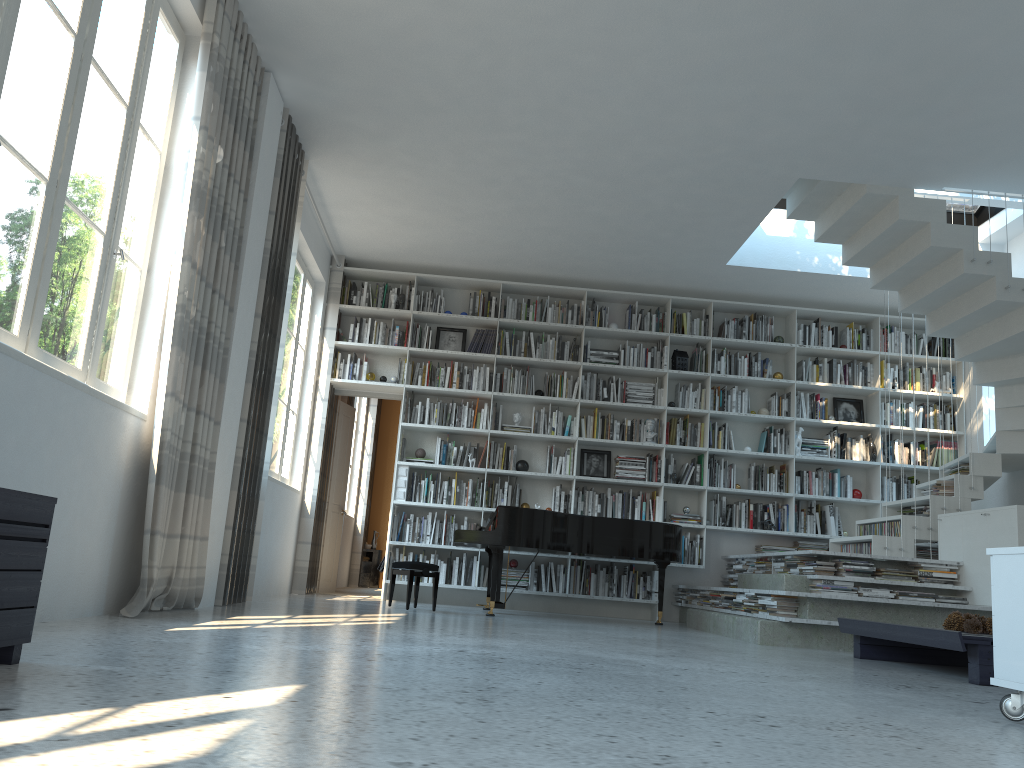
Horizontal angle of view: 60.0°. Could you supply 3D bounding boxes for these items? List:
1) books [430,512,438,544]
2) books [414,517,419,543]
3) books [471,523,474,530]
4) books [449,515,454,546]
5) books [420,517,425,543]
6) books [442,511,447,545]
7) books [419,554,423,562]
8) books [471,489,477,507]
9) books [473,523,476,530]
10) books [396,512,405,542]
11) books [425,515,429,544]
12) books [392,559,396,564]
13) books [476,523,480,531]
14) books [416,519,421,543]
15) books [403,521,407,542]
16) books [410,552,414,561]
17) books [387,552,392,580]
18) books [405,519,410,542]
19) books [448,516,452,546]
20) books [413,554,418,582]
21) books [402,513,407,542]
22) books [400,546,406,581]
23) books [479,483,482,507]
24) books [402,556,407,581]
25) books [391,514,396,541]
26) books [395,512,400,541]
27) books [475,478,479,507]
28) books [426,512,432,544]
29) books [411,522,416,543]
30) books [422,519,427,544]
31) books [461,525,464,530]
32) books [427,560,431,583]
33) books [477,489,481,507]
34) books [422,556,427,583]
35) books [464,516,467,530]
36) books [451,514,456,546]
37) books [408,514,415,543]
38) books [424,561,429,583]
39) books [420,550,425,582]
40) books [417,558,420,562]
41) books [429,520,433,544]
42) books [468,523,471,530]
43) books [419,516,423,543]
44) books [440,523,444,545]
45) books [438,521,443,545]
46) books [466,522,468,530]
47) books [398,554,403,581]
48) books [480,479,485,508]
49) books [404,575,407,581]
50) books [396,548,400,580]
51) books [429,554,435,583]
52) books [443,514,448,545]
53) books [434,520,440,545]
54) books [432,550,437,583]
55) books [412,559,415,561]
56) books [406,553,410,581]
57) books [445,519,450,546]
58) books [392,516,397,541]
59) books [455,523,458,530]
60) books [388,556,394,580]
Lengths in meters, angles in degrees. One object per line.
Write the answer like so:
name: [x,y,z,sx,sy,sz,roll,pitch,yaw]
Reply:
books: [-0.739,1.367,8.382,0.039,0.306,0.172,5,-12,-2]
books: [-0.902,1.388,8.399,0.022,0.247,0.134,5,-12,-2]
books: [-0.383,1.433,8.373,0.023,0.227,0.190,5,-12,-2]
books: [-0.571,1.392,8.399,0.022,0.290,0.138,5,-12,-2]
books: [-0.844,1.383,8.366,0.010,0.252,0.178,5,-12,-2]
books: [-0.640,1.366,8.383,0.014,0.324,0.171,5,-12,-2]
books: [-0.859,1.728,8.319,0.027,0.256,0.160,5,-12,-2]
books: [-0.366,1.098,8.471,0.041,0.181,0.142,5,-12,-2]
books: [-0.360,1.439,8.410,0.026,0.235,0.141,5,-12,-2]
books: [-1.047,1.352,8.367,0.052,0.283,0.172,5,-12,-2]
books: [-0.806,1.383,8.401,0.013,0.273,0.146,5,-12,-2]
books: [-1.105,1.735,8.282,0.029,0.190,0.177,5,-12,-2]
books: [-0.332,1.442,8.401,0.030,0.230,0.151,5,-12,-2]
books: [-0.877,1.395,8.364,0.028,0.222,0.189,5,-12,-2]
books: [-1.003,1.402,8.381,0.024,0.197,0.148,5,-12,-2]
books: [-0.948,1.713,8.302,0.023,0.265,0.177,5,-12,-2]
books: [-1.147,1.706,8.313,0.012,0.253,0.161,5,-12,-2]
books: [-0.978,1.389,8.362,0.022,0.220,0.188,5,-12,-2]
books: [-0.589,1.396,8.409,0.013,0.283,0.139,5,-12,-2]
books: [-0.905,1.727,8.322,0.022,0.251,0.140,5,-12,-2]
books: [-1.017,1.364,8.387,0.010,0.273,0.150,5,-12,-2]
books: [-1.020,1.683,8.316,0.011,0.318,0.158,5,-12,-2]
books: [-0.300,1.072,8.467,0.010,0.239,0.175,5,-12,-2]
books: [-1.007,1.729,8.302,0.022,0.226,0.155,5,-12,-2]
books: [-1.120,1.365,8.383,0.012,0.253,0.161,5,-12,-2]
books: [-1.078,1.351,8.357,0.011,0.276,0.189,5,-12,-2]
books: [-0.334,1.045,8.464,0.014,0.285,0.180,5,-12,-2]
books: [-0.784,1.371,8.397,0.027,0.299,0.142,5,-12,-2]
books: [-0.927,1.409,8.389,0.025,0.199,0.137,5,-12,-2]
books: [-0.827,1.399,8.377,0.028,0.229,0.158,5,-12,-2]
books: [-0.478,1.446,8.409,0.030,0.202,0.142,5,-12,-2]
books: [-0.775,1.760,8.329,0.014,0.210,0.146,5,-12,-2]
books: [-0.320,1.102,8.486,0.023,0.186,0.130,5,-12,-2]
books: [-0.822,1.738,8.325,0.022,0.246,0.135,5,-12,-2]
books: [-0.447,1.406,8.410,0.025,0.287,0.131,5,-12,-2]
books: [-0.553,1.387,8.396,0.013,0.300,0.173,5,-12,-2]
books: [-0.950,1.370,8.374,0.029,0.265,0.172,5,-12,-2]
books: [-0.796,1.757,8.298,0.030,0.201,0.168,5,-12,-2]
books: [-0.836,1.705,8.310,0.013,0.300,0.184,5,-12,-2]
books: [-0.884,1.742,8.309,0.022,0.220,0.163,5,-12,-2]
books: [-0.768,1.405,8.393,0.012,0.232,0.149,5,-12,-2]
books: [-0.412,1.440,8.413,0.030,0.226,0.140,5,-12,-2]
books: [-0.855,1.381,8.370,0.013,0.256,0.190,5,-12,-2]
books: [-0.659,1.425,8.391,0.013,0.209,0.155,5,-12,-2]
books: [-0.679,1.416,8.393,0.028,0.224,0.134,5,-12,-2]
books: [-0.430,1.425,8.379,0.011,0.239,0.175,5,-12,-2]
books: [-1.040,1.718,8.311,0.024,0.246,0.143,5,-12,-2]
books: [-0.283,1.058,8.493,0.024,0.279,0.136,5,-12,-2]
books: [-0.987,1.751,8.306,0.022,0.186,0.145,5,-12,-2]
books: [-1.072,1.690,8.308,0.044,0.293,0.181,5,-12,-2]
books: [-0.750,1.730,8.310,0.031,0.265,0.187,5,-12,-2]
books: [-0.629,1.383,8.389,0.012,0.294,0.176,5,-12,-2]
books: [-0.708,1.408,8.397,0.031,0.238,0.132,5,-12,-2]
books: [-0.727,1.717,8.332,0.014,0.303,0.139,5,-12,-2]
books: [-0.929,1.747,8.312,0.022,0.205,0.159,5,-12,-2]
books: [-0.966,1.712,8.295,0.013,0.261,0.174,5,-12,-2]
books: [-0.611,1.408,8.403,0.029,0.254,0.153,5,-12,-2]
books: [-1.100,1.371,8.368,0.029,0.238,0.154,5,-12,-2]
books: [-0.521,1.432,8.391,0.059,0.215,0.177,5,-12,-2]
books: [-1.131,1.726,8.310,0.023,0.215,0.159,5,-12,-2]
